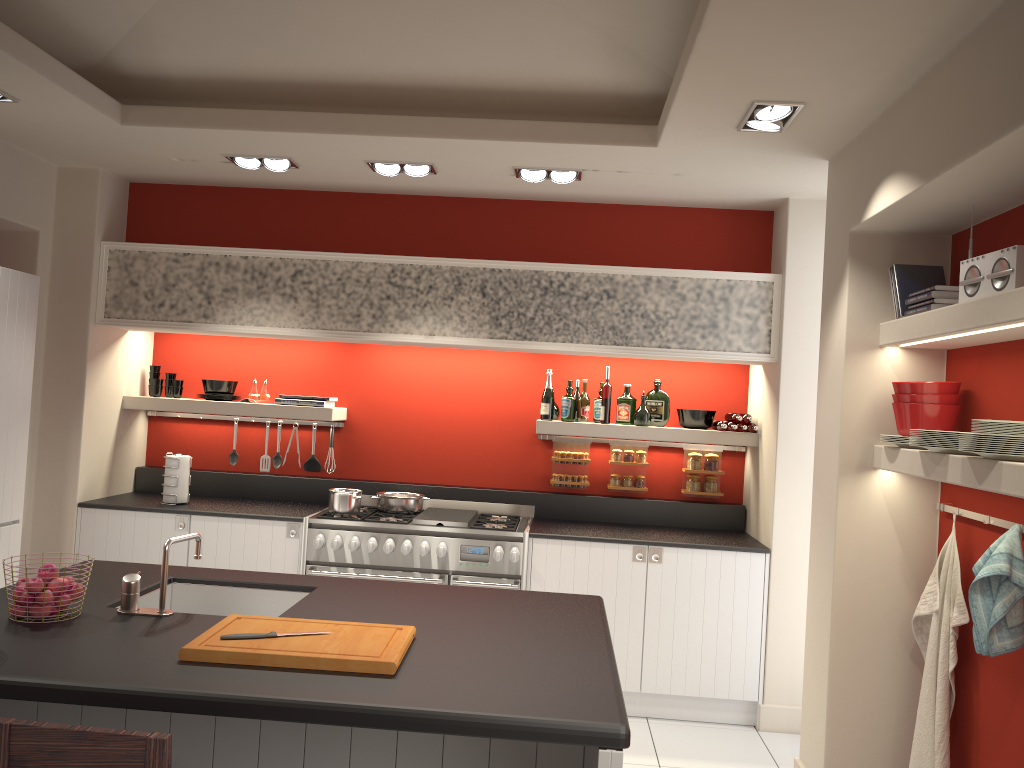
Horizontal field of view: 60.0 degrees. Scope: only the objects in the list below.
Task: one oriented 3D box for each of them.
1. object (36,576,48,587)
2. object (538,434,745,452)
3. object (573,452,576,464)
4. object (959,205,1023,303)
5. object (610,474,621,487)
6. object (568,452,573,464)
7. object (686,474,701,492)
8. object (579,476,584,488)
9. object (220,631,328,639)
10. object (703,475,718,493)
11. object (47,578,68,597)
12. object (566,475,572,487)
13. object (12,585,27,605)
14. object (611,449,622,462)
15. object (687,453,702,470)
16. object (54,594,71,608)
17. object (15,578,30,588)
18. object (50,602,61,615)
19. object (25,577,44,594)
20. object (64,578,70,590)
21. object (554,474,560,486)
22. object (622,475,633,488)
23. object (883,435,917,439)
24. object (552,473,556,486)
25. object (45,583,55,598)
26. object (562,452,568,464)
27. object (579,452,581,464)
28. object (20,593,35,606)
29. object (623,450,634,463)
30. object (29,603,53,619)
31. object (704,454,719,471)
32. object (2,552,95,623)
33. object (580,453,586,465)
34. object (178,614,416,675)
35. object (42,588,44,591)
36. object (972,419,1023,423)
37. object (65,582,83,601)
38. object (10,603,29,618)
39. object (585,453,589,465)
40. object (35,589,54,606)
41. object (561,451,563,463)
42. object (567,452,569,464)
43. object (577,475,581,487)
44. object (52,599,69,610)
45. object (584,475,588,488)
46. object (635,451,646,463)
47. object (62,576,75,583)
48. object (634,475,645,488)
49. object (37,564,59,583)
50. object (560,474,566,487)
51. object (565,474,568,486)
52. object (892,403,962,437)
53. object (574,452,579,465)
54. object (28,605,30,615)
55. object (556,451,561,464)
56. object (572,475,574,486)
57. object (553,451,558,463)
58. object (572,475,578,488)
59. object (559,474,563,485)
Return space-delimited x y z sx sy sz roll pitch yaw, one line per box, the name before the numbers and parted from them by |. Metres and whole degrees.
object | -1.419 0.595 2.676 0.041 0.044 0.045 4 -2 -27
object | 0.849 0.388 5.847 1.355 0.034 0.048 3 -1 3
object | 0.407 0.484 5.809 0.034 0.078 0.034 3 -2 24
object | 1.665 -0.462 3.032 0.097 0.369 0.342 3 -1 -2
object | 0.674 0.629 5.773 0.068 0.088 0.068 3 -2 24
object | 0.382 0.482 5.771 0.034 0.078 0.034 3 -2 24
object | 1.176 0.641 5.740 0.093 0.120 0.094 3 -2 24
object | 0.451 0.634 5.763 0.034 0.078 0.034 3 -2 24
object | -0.654 0.695 2.464 0.302 0.010 0.035 4 -1 -26
object | 1.283 0.648 5.734 0.093 0.120 0.094 3 -2 24
object | -1.351 0.605 2.639 0.051 0.055 0.056 3 -1 18
object | 0.373 0.630 5.768 0.034 0.078 0.034 3 -2 24
object | -1.443 0.624 2.621 0.059 0.059 0.060 3 -1 15
object | 0.683 0.469 5.778 0.068 0.088 0.068 3 -2 24
object | 1.184 0.505 5.744 0.093 0.120 0.094 3 -2 24
object | -1.346 0.648 2.655 0.046 0.043 0.046 2 -2 43
object | -1.462 0.606 2.661 0.049 0.049 0.048 3 -1 11
object | -1.381 0.677 2.669 0.040 0.039 0.039 4 -2 -38
object | -1.392 0.589 2.586 0.048 0.046 0.048 4 -2 -41
object | -1.365 0.612 2.692 0.041 0.044 0.045 4 -2 -27
object | 0.295 0.626 5.772 0.034 0.078 0.034 3 -2 24
object | 0.752 0.634 5.769 0.068 0.088 0.068 3 -2 24
object | 1.696 0.230 3.645 0.339 0.020 0.339 3 -1 6
object | 0.280 0.626 5.812 0.034 0.078 0.034 3 -2 24
object | -1.413 0.631 2.699 0.055 0.056 0.055 3 -1 13
object | 0.343 0.480 5.774 0.034 0.078 0.034 3 -2 24
object | 0.446 0.487 5.806 0.034 0.078 0.034 3 -2 24
object | -1.414 0.626 2.589 0.040 0.041 0.041 2 -2 40
object | 0.761 0.474 5.773 0.068 0.088 0.068 3 -2 24
object | -1.392 0.664 2.618 0.062 0.057 0.061 3 -1 3
object | 1.291 0.511 5.738 0.093 0.120 0.094 3 -2 24
object | -1.396 0.611 2.666 0.248 0.168 0.248 4 -1 -9
object | 0.460 0.486 5.767 0.034 0.078 0.034 3 -2 24
object | -0.577 0.722 2.481 0.570 0.033 0.372 3 -1 2
object | -1.407 0.602 2.624 0.041 0.039 0.041 3 -1 19
object | 1.636 0.129 2.879 0.255 0.015 0.255 4 -1 -15
object | -1.342 0.636 2.714 0.055 0.056 0.055 3 -1 13
object | -1.455 0.666 2.617 0.050 0.049 0.049 4 -2 -30
object | 0.485 0.489 5.804 0.034 0.078 0.034 3 -2 24
object | -1.369 0.626 2.595 0.048 0.046 0.048 4 -2 -37
object | 0.328 0.480 5.813 0.034 0.078 0.034 3 -2 24
object | 0.367 0.482 5.811 0.034 0.078 0.034 3 -2 24
object | 0.438 0.634 5.802 0.034 0.078 0.034 3 -2 24
object | -1.388 0.672 2.731 0.050 0.049 0.049 4 -2 -30
object | 0.476 0.637 5.800 0.034 0.078 0.034 3 -2 24
object | 0.839 0.478 5.768 0.068 0.088 0.068 3 -2 24
object | -1.382 0.618 2.740 0.055 0.050 0.056 2 -2 42
object | 0.829 0.638 5.764 0.068 0.088 0.068 3 -2 24
object | -1.386 0.566 2.650 0.056 0.058 0.056 5 -2 -42
object | 0.334 0.628 5.770 0.034 0.078 0.034 3 -2 24
object | 0.358 0.630 5.807 0.034 0.078 0.034 3 -2 24
object | 1.700 0.157 3.647 0.260 0.146 0.260 3 -1 7
object | 0.421 0.484 5.769 0.034 0.078 0.034 3 -2 24
object | -1.434 0.668 2.658 0.050 0.049 0.049 4 -2 -30
object | 0.304 0.478 5.776 0.034 0.078 0.034 3 -2 24
object | 0.399 0.632 5.805 0.034 0.078 0.034 3 -2 24
object | 0.289 0.478 5.816 0.034 0.078 0.034 3 -2 24
object | 0.412 0.632 5.765 0.034 0.078 0.034 3 -2 24
object | 0.319 0.628 5.809 0.034 0.078 0.034 3 -2 24
